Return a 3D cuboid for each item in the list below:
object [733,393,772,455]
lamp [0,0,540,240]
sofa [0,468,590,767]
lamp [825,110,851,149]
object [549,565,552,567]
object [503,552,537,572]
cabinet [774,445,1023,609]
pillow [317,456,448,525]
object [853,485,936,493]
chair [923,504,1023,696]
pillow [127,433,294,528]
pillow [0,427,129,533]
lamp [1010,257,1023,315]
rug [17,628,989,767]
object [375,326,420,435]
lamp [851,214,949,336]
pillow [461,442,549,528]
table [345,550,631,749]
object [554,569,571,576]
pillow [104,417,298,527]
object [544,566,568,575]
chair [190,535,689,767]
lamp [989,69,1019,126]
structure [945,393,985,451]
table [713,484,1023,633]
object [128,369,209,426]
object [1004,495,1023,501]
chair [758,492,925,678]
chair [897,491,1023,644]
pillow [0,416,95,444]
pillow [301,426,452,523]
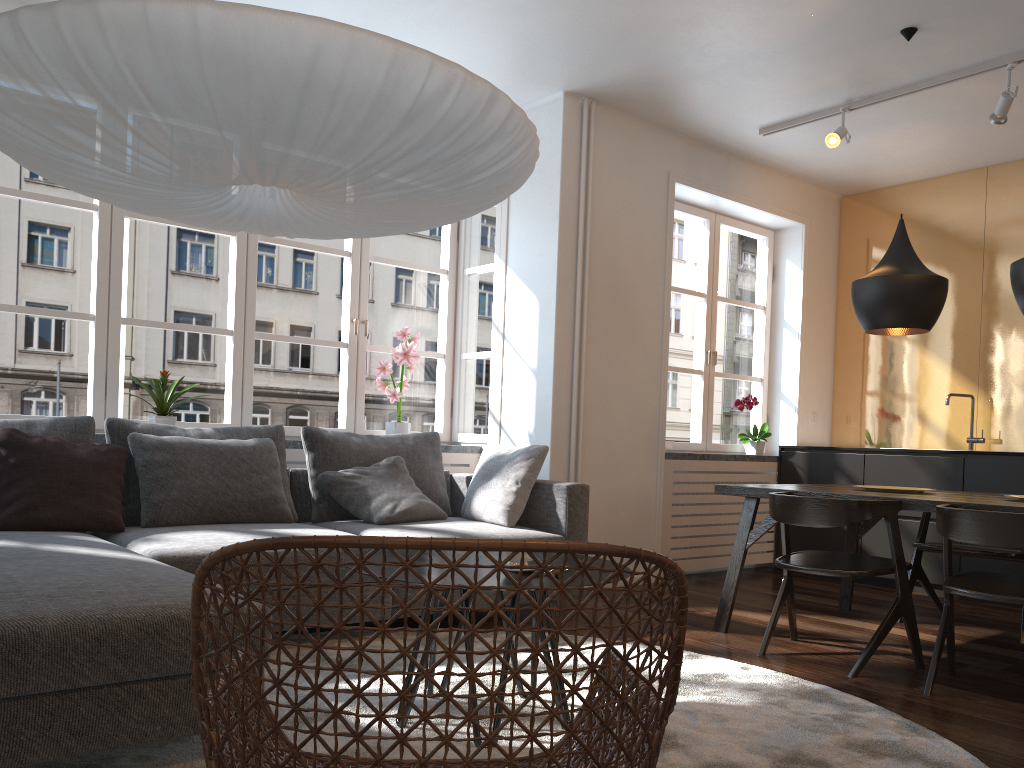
[{"bbox_3d":[1.692,0.279,6.187,0.229,0.437,0.407,2,-1,27],"label":"object"},{"bbox_3d":[-0.662,-0.577,2.372,1.470,0.210,1.472,2,-4,-3],"label":"lamp"},{"bbox_3d":[-0.811,0.698,3.375,3.074,0.671,2.039,5,-4,-39],"label":"sofa"},{"bbox_3d":[1.805,-1.400,4.888,0.085,0.240,0.251,2,-1,38],"label":"lamp"},{"bbox_3d":[0.103,0.535,2.582,0.026,0.010,0.124,1,-4,17],"label":"object"},{"bbox_3d":[0.025,0.499,2.524,0.091,0.069,0.139,3,-3,-27],"label":"object"},{"bbox_3d":[3.752,0.838,4.523,0.734,0.899,5.062,3,-3,-39],"label":"cabinet"},{"bbox_3d":[-0.624,0.514,4.325,0.444,0.321,0.493,1,-3,32],"label":"pillow"},{"bbox_3d":[1.754,0.485,4.064,0.356,0.016,0.356,5,-5,-36],"label":"object"},{"bbox_3d":[1.752,0.773,3.092,0.520,0.671,0.593,3,-2,-39],"label":"chair"},{"bbox_3d":[-1.316,0.425,3.897,0.668,0.397,0.292,4,-2,-39],"label":"pillow"},{"bbox_3d":[-1.765,0.381,3.497,0.522,0.403,0.310,4,-2,-37],"label":"pillow"},{"bbox_3d":[2.220,-0.529,3.519,0.410,0.541,0.411,2,-1,27],"label":"lamp"},{"bbox_3d":[-0.125,0.994,2.492,2.835,0.012,2.845,0,-4,31],"label":"rug"},{"bbox_3d":[-0.670,0.004,5.187,0.297,0.690,0.201,2,0,30],"label":"object"},{"bbox_3d":[1.778,-0.509,4.059,0.411,0.541,0.411,2,-1,-6],"label":"lamp"},{"bbox_3d":[-0.077,0.504,4.489,0.287,0.414,0.494,3,-2,-40],"label":"pillow"},{"bbox_3d":[-0.078,0.774,2.647,0.848,0.472,0.847,4,-3,-37],"label":"table"},{"bbox_3d":[0.171,0.531,2.515,0.015,0.015,0.168,1,-4,38],"label":"object"},{"bbox_3d":[-1.394,0.404,4.016,0.841,0.474,0.276,4,-2,-39],"label":"pillow"},{"bbox_3d":[0.133,0.530,2.533,0.025,0.016,0.164,1,-4,26],"label":"object"},{"bbox_3d":[-0.122,0.563,1.423,0.718,0.709,0.686,2,-2,-7],"label":"chair"},{"bbox_3d":[2.437,-1.414,4.340,0.085,0.238,0.251,2,-2,1],"label":"lamp"},{"bbox_3d":[2.934,0.255,5.722,0.266,0.385,0.109,2,0,-24],"label":"structure"},{"bbox_3d":[2.145,0.811,3.514,1.109,0.678,2.500,4,-4,-39],"label":"table"},{"bbox_3d":[-1.683,0.091,4.349,0.322,0.328,0.377,1,-2,26],"label":"object"},{"bbox_3d":[2.177,0.466,3.548,0.355,0.016,0.357,0,-4,32],"label":"object"},{"bbox_3d":[1.316,0.792,3.616,0.520,0.671,0.593,3,-2,-41],"label":"chair"},{"bbox_3d":[2.311,0.881,4.405,0.520,0.671,0.593,3,-2,-43],"label":"chair"},{"bbox_3d":[-2.061,0.344,3.456,0.838,0.478,0.275,4,-2,-39],"label":"pillow"},{"bbox_3d":[-0.681,0.470,4.587,0.838,0.476,0.275,4,-2,-39],"label":"pillow"}]
